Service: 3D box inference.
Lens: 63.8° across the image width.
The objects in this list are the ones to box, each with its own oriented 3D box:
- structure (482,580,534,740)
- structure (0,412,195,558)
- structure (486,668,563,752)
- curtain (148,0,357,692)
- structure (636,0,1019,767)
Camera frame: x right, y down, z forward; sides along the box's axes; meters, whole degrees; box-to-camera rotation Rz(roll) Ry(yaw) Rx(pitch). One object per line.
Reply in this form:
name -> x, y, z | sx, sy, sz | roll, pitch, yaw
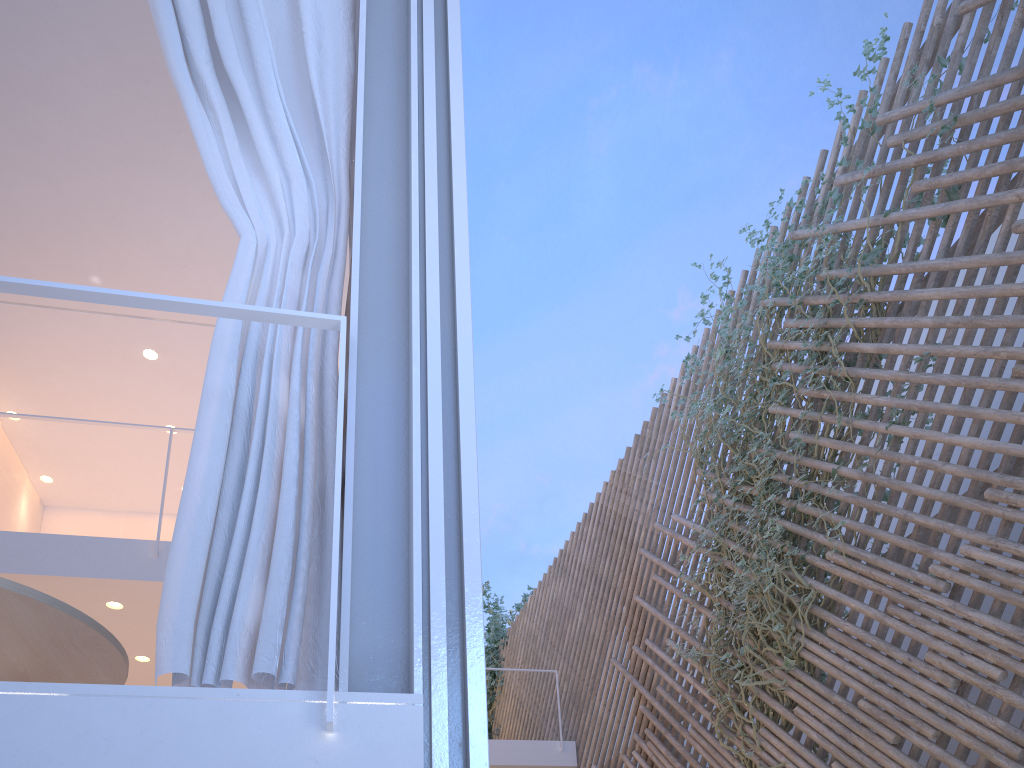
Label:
structure -> -0.415, 4.325, 7.548 | 1.123, 3.724, 3.907 | 3, -32, -12
structure -> -1.049, 0.082, 0.790 | 1.737, 2.727, 4.337 | 2, -35, -10
structure -> -0.257, 2.006, 5.094 | 1.146, 0.471, 0.032 | 6, -26, -11
curtain -> -0.515, -0.561, 1.365 | 0.519, 1.999, 0.113 | 4, -25, -16
structure -> 1.152, 0.381, 3.128 | 0.752, 2.241, 2.767 | 5, -33, -17
